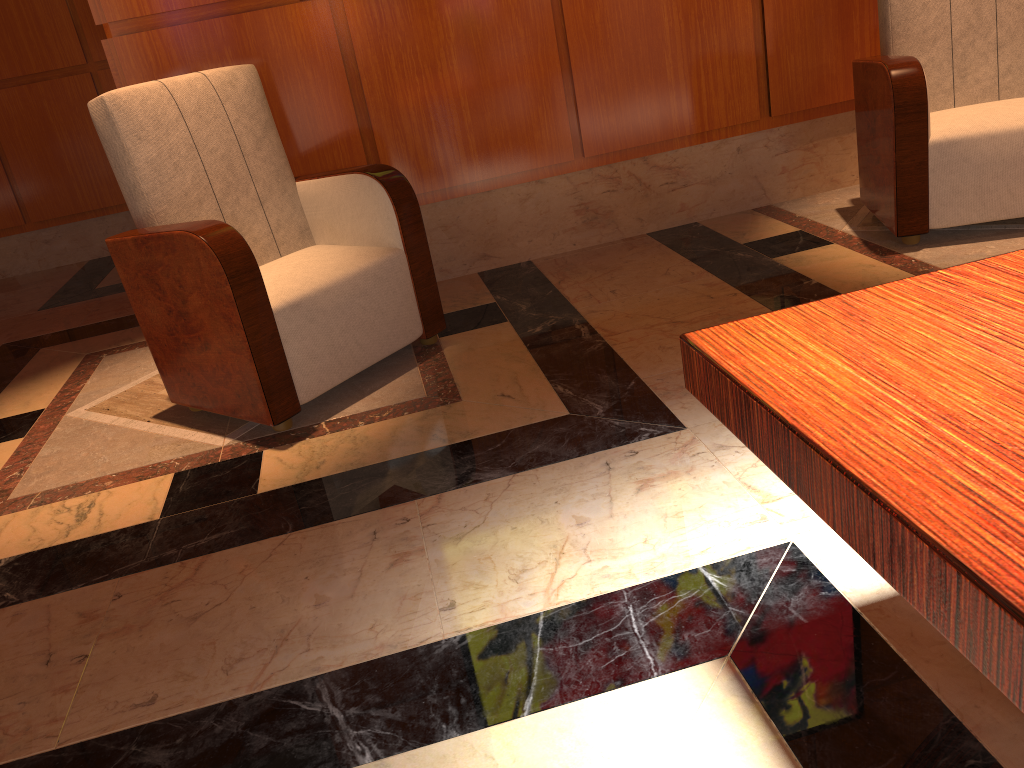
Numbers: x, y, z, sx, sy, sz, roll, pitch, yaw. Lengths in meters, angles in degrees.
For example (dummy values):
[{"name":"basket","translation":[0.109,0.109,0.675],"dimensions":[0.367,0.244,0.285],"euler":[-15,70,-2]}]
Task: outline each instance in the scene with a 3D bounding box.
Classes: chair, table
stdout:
[{"name":"chair","translation":[-0.746,-0.469,2.700],"dimensions":[0.630,0.948,0.746],"euler":[7,28,38]},{"name":"table","translation":[0.911,0.162,1.059],"dimensions":[1.169,0.527,0.734],"euler":[-14,23,-7]},{"name":"chair","translation":[1.600,-1.054,3.005],"dimensions":[0.737,0.948,0.637],"euler":[-7,22,11]}]
